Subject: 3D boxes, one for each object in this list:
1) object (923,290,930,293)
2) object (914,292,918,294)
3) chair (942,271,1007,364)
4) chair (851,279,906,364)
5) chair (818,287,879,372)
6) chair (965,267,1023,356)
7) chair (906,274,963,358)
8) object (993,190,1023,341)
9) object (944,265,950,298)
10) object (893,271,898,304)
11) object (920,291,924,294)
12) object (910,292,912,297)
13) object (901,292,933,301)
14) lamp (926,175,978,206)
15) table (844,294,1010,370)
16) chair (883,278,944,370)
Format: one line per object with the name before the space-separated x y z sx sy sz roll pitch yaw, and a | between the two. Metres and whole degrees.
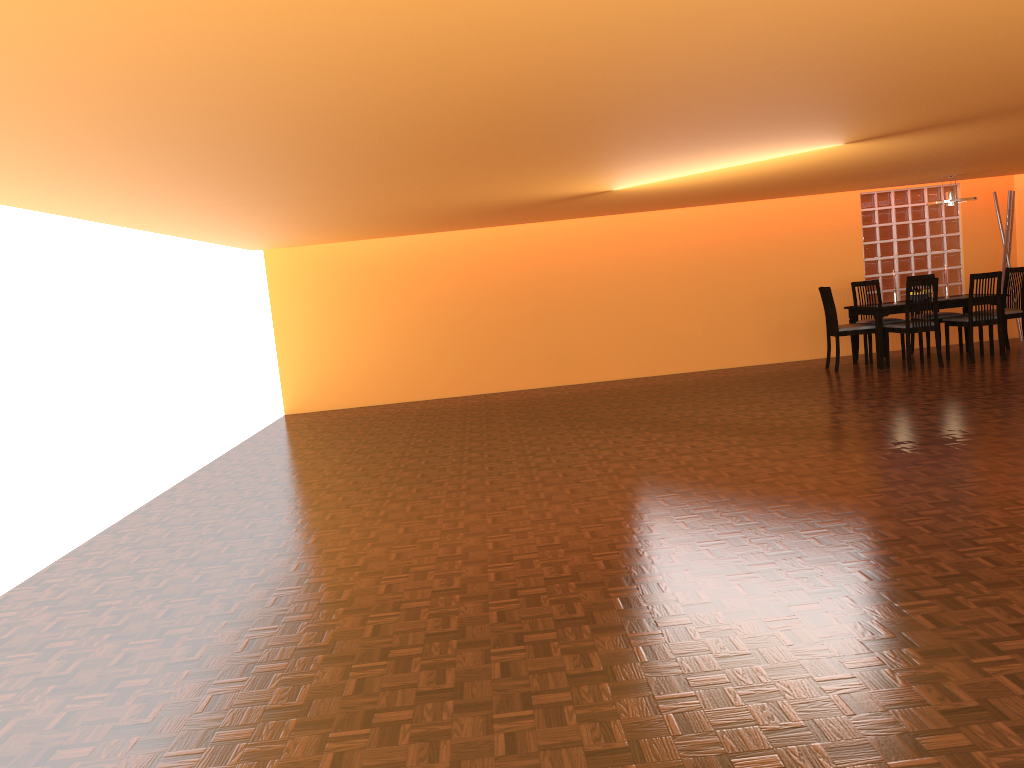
object | 3.943 -0.870 8.456 0.069 0.066 0.069 -5 6 8
object | 3.845 -0.843 8.483 0.087 0.076 0.089 -5 6 5
chair | 4.244 -0.612 8.124 0.373 0.809 0.465 -6 6 -2
chair | 3.642 -0.631 8.869 0.373 0.809 0.465 -6 6 -2
chair | 3.217 -0.545 8.474 0.465 0.809 0.373 -5 6 3
chair | 4.672 -0.697 8.507 0.465 0.809 0.373 -7 6 -7
chair | 4.215 -0.691 8.885 0.373 0.809 0.465 -6 6 -2
object | 5.192 -1.223 9.274 0.226 1.589 0.308 -4 7 20
object | 4.140 -0.982 8.452 0.044 0.326 0.044 -7 6 -13
object | 3.605 -0.917 8.353 0.044 0.326 0.044 -7 6 -13
object | 3.894 -0.846 8.397 0.066 0.070 0.055 -8 7 -20
object | 3.787 -0.848 8.407 0.055 0.046 0.046 -8 6 -19
object | 3.875 -0.827 8.455 0.337 0.072 0.337 -10 7 -35
lamp | 4.136 -1.819 8.350 0.435 0.274 0.435 -4 7 20
table | 3.949 -0.506 8.479 1.259 0.584 0.697 -6 6 -2
chair | 3.670 -0.551 8.108 0.373 0.809 0.465 -6 6 -2
